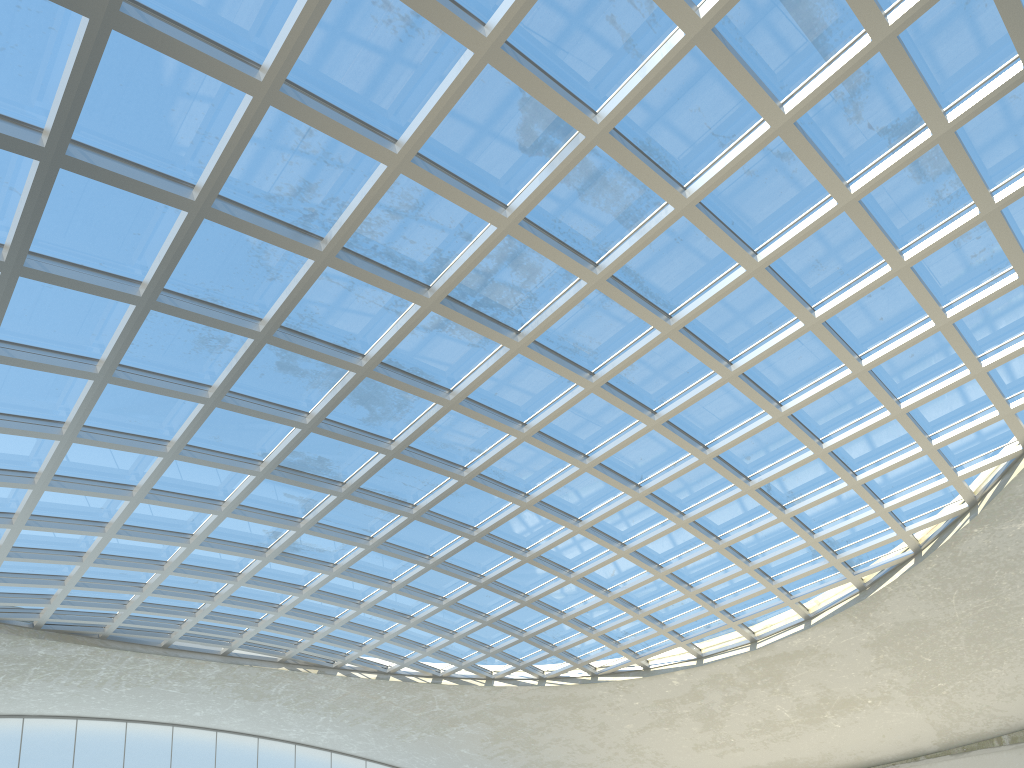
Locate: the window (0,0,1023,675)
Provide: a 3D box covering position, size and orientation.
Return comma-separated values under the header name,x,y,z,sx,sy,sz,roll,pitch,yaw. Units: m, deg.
name,x,y,z,sx,sy,sz,roll,pitch,yaw
window,-5.058,8.965,50.480,83.806,9.660,86.043,26,-45,-34
